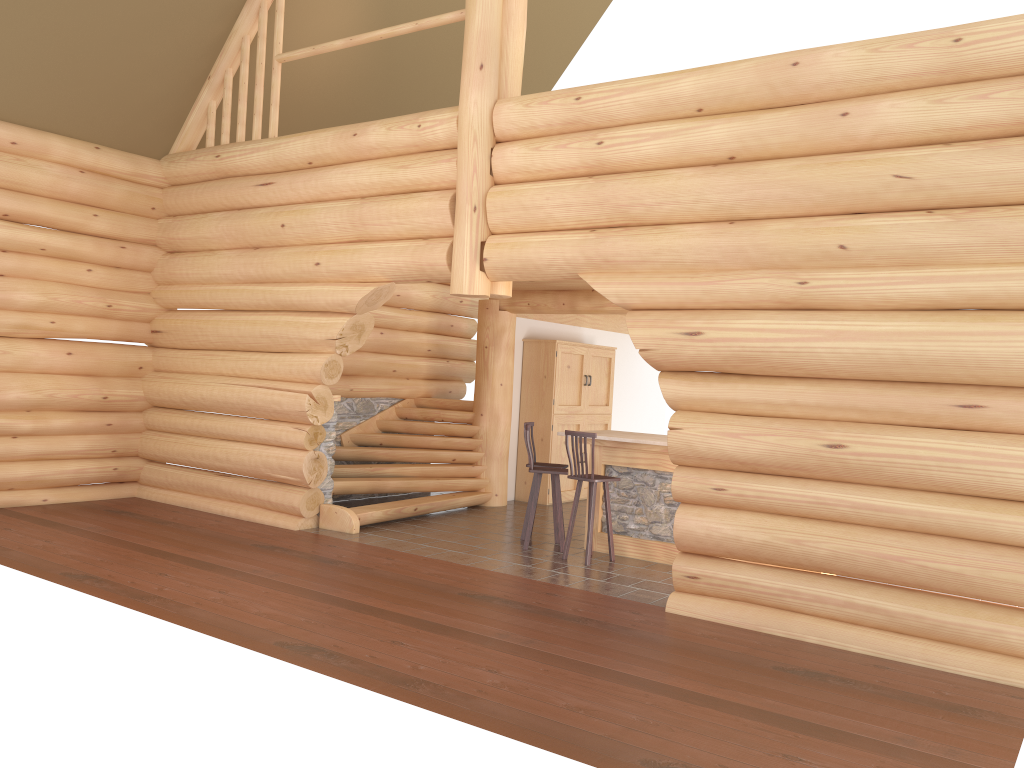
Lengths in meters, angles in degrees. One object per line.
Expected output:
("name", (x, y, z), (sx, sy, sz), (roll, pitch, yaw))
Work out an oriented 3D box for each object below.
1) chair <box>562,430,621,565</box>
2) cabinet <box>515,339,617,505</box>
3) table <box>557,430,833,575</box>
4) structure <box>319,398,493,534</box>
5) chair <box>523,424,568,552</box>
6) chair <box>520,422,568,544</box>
("chair", (0.803, 1.144, 9.069), (0.406, 1.319, 0.504), (4, 1, 45))
("cabinet", (0.877, 0.572, 13.780), (0.670, 2.403, 1.847), (3, 0, 35))
("table", (2.114, 1.247, 9.304), (3.220, 1.257, 1.196), (3, 0, 35))
("structure", (-1.681, 0.829, 11.824), (1.951, 1.643, 3.604), (3, 0, 29))
("chair", (0.360, 1.116, 9.593), (0.504, 1.319, 0.406), (3, 0, 3))
("chair", (0.365, 1.112, 10.114), (0.504, 1.319, 0.406), (3, 0, 15))
